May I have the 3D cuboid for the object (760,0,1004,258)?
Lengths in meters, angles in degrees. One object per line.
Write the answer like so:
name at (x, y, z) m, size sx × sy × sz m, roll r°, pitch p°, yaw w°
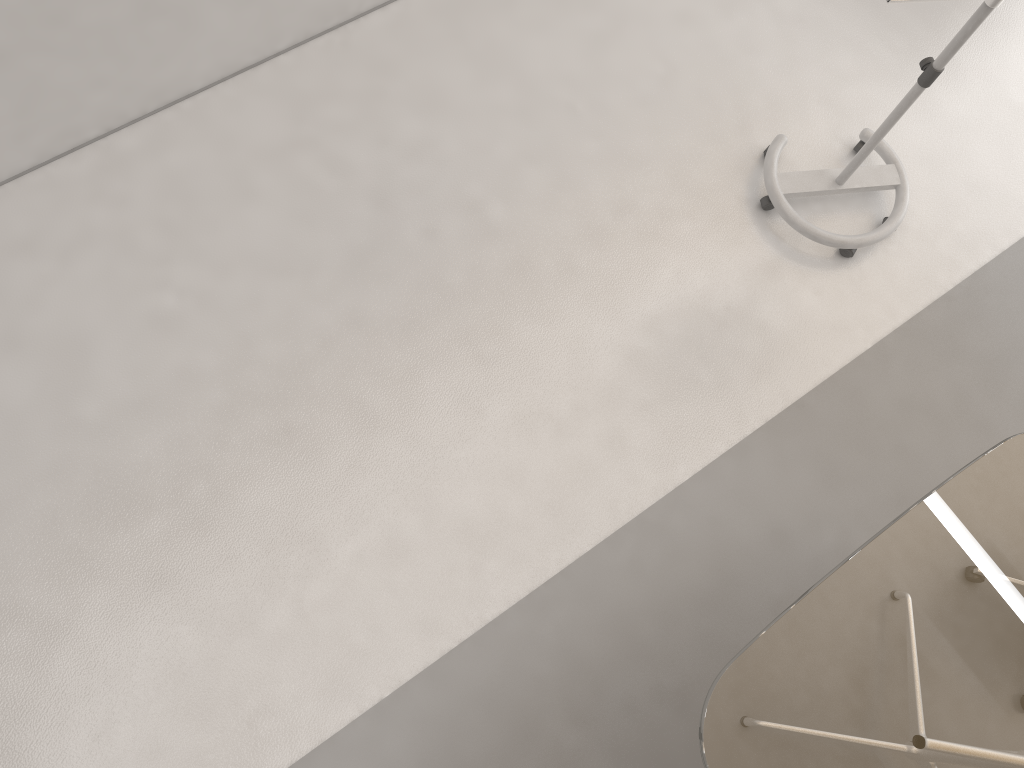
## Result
object at (1.293, -1.054, 2.337) m, size 0.560 × 2.088 × 0.553 m, roll 40°, pitch 71°, yaw 8°

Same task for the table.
table at (1.701, 1.698, 2.149) m, size 1.372 × 0.721 × 3.054 m, roll -33°, pitch 78°, yaw -16°
